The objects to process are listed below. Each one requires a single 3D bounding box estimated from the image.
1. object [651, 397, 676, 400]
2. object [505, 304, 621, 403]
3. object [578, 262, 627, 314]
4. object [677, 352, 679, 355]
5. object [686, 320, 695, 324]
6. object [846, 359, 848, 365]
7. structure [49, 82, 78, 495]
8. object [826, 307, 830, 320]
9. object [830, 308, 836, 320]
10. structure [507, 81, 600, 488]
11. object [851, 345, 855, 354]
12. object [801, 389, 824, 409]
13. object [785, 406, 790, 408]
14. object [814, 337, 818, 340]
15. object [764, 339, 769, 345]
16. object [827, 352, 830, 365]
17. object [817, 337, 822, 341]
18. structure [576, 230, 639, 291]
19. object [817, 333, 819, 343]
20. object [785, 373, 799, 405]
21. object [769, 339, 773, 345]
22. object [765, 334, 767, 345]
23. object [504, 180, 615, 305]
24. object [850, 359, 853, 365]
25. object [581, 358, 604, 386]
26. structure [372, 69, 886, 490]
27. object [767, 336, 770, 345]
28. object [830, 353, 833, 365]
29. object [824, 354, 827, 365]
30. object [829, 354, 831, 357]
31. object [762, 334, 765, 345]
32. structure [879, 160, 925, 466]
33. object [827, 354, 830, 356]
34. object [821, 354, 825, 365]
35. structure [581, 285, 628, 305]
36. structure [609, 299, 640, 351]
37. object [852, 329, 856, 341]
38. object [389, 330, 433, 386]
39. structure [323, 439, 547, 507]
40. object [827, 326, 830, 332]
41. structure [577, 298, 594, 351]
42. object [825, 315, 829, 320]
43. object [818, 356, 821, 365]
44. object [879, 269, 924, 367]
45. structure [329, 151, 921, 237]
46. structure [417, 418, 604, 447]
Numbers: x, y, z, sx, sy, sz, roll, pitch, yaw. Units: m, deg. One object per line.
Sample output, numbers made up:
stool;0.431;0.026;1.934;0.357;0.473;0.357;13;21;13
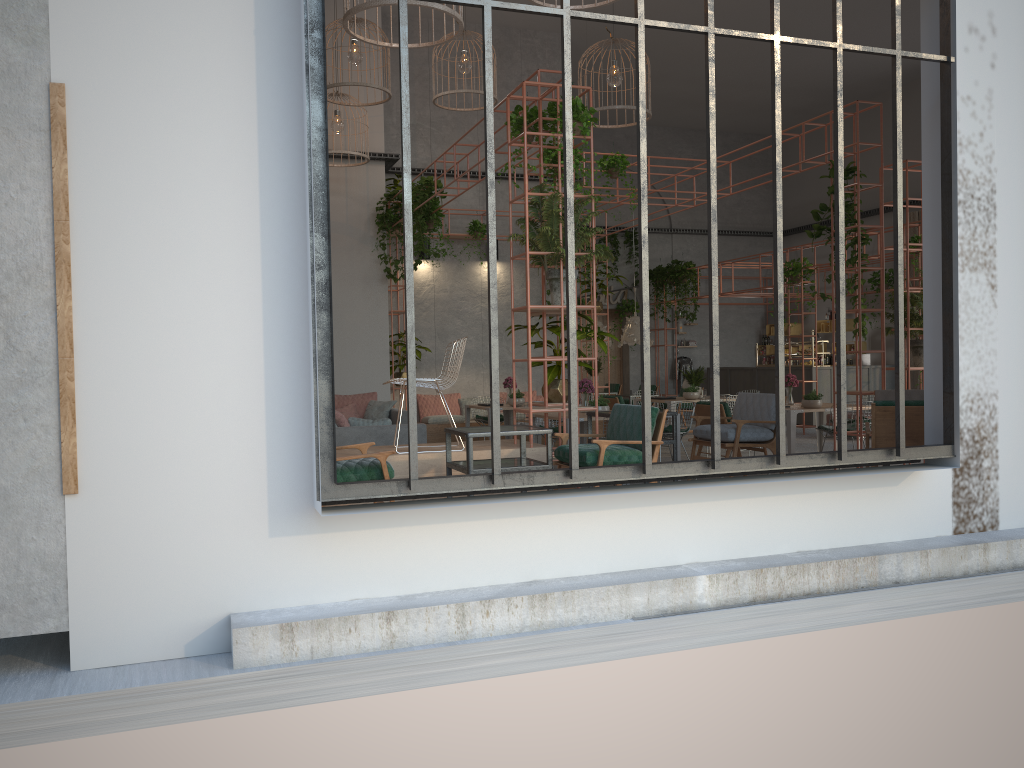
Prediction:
object;2.346;0.221;13.872;0.268;0.031;0.427;-2;1;-19
object;0.468;-0.292;8.079;0.934;0.923;0.903;0;2;37
object;1.499;-1.690;15.376;0.934;0.947;0.903;0;2;32
object;4.206;-0.773;22.466;0.093;0.121;0.049;-2;1;-17
object;4.534;-1.584;22.521;0.263;0.101;0.013;-2;1;-19
object;7.597;-0.501;20.151;0.073;0.131;0.073;-2;2;-27
structure;-3.793;-0.475;8.897;0.132;2.103;9.782;-2;1;-19
object;7.444;-1.646;20.828;0.134;0.301;0.134;-2;2;-31
object;7.473;-1.684;20.635;0.134;0.386;0.134;-2;2;-31
structure;0.461;-0.729;7.512;0.748;3.623;0.722;-2;1;-19
object;7.664;-0.775;19.839;0.131;0.207;0.131;-1;2;26
object;3.663;0.184;10.839;0.247;0.247;0.252;-2;1;-20
object;3.291;0.289;11.254;0.268;0.031;0.427;-2;1;-19
object;7.205;-1.047;21.080;0.115;0.147;0.115;-1;1;-11
object;6.565;-1.078;22.890;0.115;0.147;0.115;-1;2;25
object;7.362;-0.588;20.629;0.066;0.291;0.066;-2;2;-35
object;7.329;-1.051;21.124;0.115;0.147;0.115;-1;1;-11
structure;2.277;-3.023;21.679;1.939;1.514;0.856;-2;2;-25
object;7.304;-1.125;21.225;0.066;0.291;0.066;-1;1;20
object;3.649;0.069;11.634;0.213;0.414;0.225;-2;2;-27
object;6.689;-1.081;22.933;0.115;0.147;0.115;-1;2;25
object;6.587;-1.153;23.010;0.066;0.291;0.066;-2;1;-13
object;0.421;-1.216;7.614;0.894;1.101;0.900;0;2;35
object;7.730;-0.505;20.204;0.073;0.131;0.073;-2;2;-26
object;1.405;-0.221;15.455;0.438;0.527;0.368;-2;1;-19
structure;-0.249;-1.273;14.960;4.501;4.345;14.096;-2;1;-21
object;6.664;-1.155;23.035;0.066;0.291;0.066;-1;1;20
object;7.445;-0.586;20.664;0.065;0.280;0.065;-1;2;24
object;7.330;-0.567;20.705;0.082;0.246;0.082;-1;1;13
object;7.503;-0.575;20.874;0.072;0.248;0.094;-2;1;-19
object;6.514;-1.151;22.984;0.066;0.291;0.066;0;2;40
structure;4.589;-0.677;10.072;0.624;3.602;0.424;-2;1;-19
object;7.435;-0.573;20.854;0.072;0.248;0.094;-2;1;-19
object;7.301;-0.569;20.802;0.072;0.248;0.094;-2;1;-19
structure;2.254;-2.187;21.798;1.312;0.505;0.063;-2;1;-19
structure;2.809;-1.574;22.106;0.950;1.527;0.921;-2;1;-21
object;7.718;-1.095;19.998;0.075;0.273;0.075;-2;2;-31
object;-1.775;-0.421;14.269;0.934;0.919;0.903;0;2;42
structure;-2.098;0.532;9.196;3.396;1.111;9.152;-2;1;-19
object;7.385;-1.278;20.604;0.123;0.142;0.141;-2;1;-19
structure;1.578;-1.557;21.626;0.921;1.527;0.950;-1;1;14
object;7.332;-1.550;20.619;0.088;0.123;0.088;0;2;37
object;7.260;-0.556;20.903;0.073;0.219;0.105;-2;1;-13
object;4.657;-0.748;10.087;0.894;1.100;0.900;-1;1;10
structure;2.486;-3.612;13.899;15.603;0.110;15.203;-2;1;-19
structure;-0.807;0.809;17.482;4.386;0.500;5.831;-2;1;-19
